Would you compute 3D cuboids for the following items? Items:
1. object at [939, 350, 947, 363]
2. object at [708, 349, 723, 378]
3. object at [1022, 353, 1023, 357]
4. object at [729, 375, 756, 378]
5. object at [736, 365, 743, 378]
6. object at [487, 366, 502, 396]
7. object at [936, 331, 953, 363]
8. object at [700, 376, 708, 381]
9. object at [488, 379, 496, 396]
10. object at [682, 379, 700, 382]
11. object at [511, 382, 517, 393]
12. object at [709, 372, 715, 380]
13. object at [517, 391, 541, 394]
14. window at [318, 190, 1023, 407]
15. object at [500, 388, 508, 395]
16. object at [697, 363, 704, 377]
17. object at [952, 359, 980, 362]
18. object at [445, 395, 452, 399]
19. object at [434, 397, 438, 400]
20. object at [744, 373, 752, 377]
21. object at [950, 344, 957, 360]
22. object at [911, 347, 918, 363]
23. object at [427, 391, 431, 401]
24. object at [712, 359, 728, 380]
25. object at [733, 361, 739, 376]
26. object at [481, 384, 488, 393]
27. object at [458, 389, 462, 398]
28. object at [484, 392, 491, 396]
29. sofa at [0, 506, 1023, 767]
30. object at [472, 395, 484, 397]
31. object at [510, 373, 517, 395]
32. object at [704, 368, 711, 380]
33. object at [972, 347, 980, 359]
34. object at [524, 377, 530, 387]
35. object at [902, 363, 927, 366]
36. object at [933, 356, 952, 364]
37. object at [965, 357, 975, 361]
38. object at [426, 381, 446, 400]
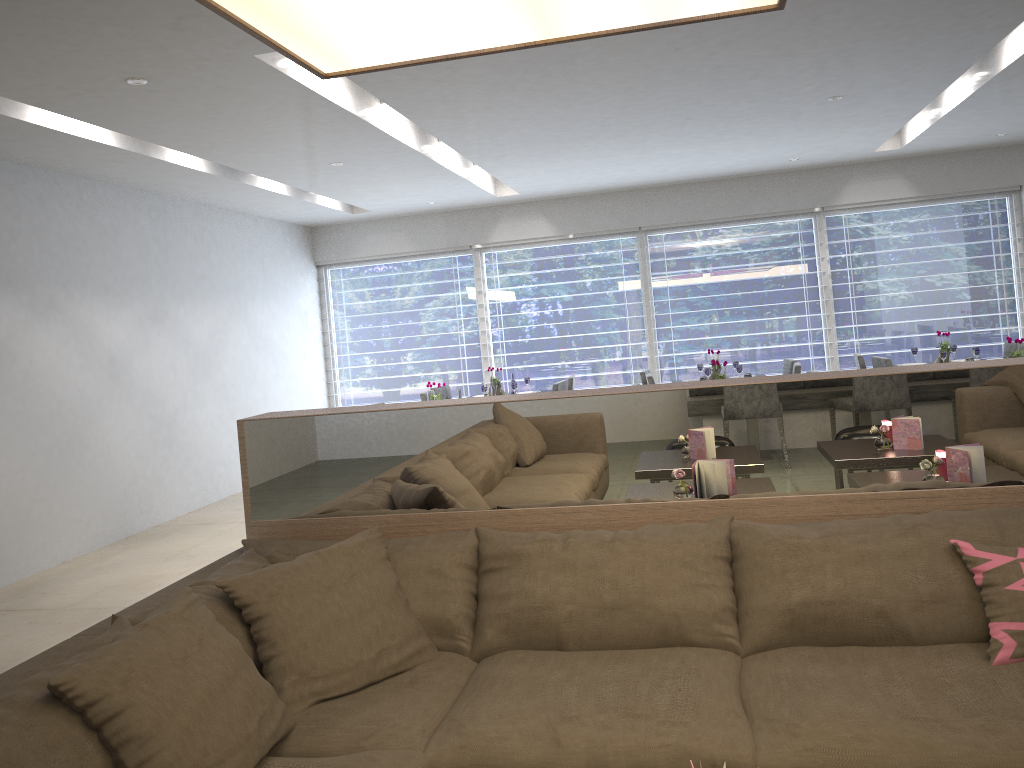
[{"bbox_3d":[3.175,-0.181,6.505,0.053,0.139,0.053,-5,0,-36],"label":"object"},{"bbox_3d":[1.615,-0.145,7.020,0.104,0.276,0.155,-5,0,9],"label":"object"},{"bbox_3d":[3.215,-0.125,5.590,0.053,0.139,0.053,-5,0,-30],"label":"object"},{"bbox_3d":[1.891,-0.053,7.252,0.216,0.015,0.217,-4,4,12],"label":"object"},{"bbox_3d":[1.764,-0.078,6.842,0.053,0.139,0.053,-5,0,-36],"label":"object"},{"bbox_3d":[-0.136,-0.013,7.379,0.104,0.276,0.155,-5,0,9],"label":"object"},{"bbox_3d":[3.267,-0.270,6.682,0.104,0.276,0.155,-5,0,9],"label":"object"},{"bbox_3d":[1.301,0.020,5.982,0.053,0.139,0.053,-5,0,-30],"label":"object"},{"bbox_3d":[-0.157,0.058,6.922,0.052,0.201,0.051,-5,-1,-24],"label":"object"},{"bbox_3d":[1.514,-0.025,7.329,0.216,0.015,0.217,-4,4,12],"label":"object"},{"bbox_3d":[0.021,0.054,7.199,0.053,0.139,0.053,-5,0,-30],"label":"object"},{"bbox_3d":[1.632,-0.062,7.083,0.203,0.100,0.070,-6,1,-19],"label":"object"},{"bbox_3d":[0.139,0.079,7.610,0.217,0.015,0.217,-6,4,-10],"label":"object"},{"bbox_3d":[1.425,-0.577,9.100,7.091,2.075,0.159,-4,-1,12],"label":"window"},{"bbox_3d":[-0.120,0.070,7.442,0.203,0.100,0.070,-6,1,-19],"label":"object"},{"bbox_3d":[1.594,-0.103,7.466,0.053,0.139,0.053,-5,0,-30],"label":"object"},{"bbox_3d":[3.542,-0.178,6.914,0.216,0.015,0.217,-4,4,12],"label":"object"},{"bbox_3d":[-0.453,0.152,6.340,0.053,0.139,0.053,-5,0,-30],"label":"object"},{"bbox_3d":[-0.460,0.182,5.436,0.052,0.201,0.051,-5,-1,-36],"label":"object"},{"bbox_3d":[1.585,-0.002,5.923,0.053,0.139,0.053,-5,0,-30],"label":"object"},{"bbox_3d":[3.534,-0.250,7.069,0.053,0.139,0.053,-5,0,-36],"label":"object"},{"bbox_3d":[3.249,-0.228,7.128,0.053,0.139,0.053,-5,0,-36],"label":"object"},{"bbox_3d":[-0.562,0.150,6.060,0.052,0.201,0.051,-5,-1,-36],"label":"object"},{"bbox_3d":[1.312,-0.021,5.533,0.104,0.276,0.155,-5,0,9],"label":"object"},{"bbox_3d":[1.879,-0.125,7.408,0.053,0.139,0.053,-5,0,-36],"label":"object"},{"bbox_3d":[-0.222,0.076,7.200,0.053,0.139,0.053,-5,0,-30],"label":"object"},{"bbox_3d":[-0.348,0.136,5.982,0.052,0.201,0.051,-5,-1,-36],"label":"object"},{"bbox_3d":[-0.168,0.130,6.282,0.053,0.139,0.053,-5,0,-30],"label":"object"},{"bbox_3d":[0.694,0.777,0.844,3.760,0.675,3.189,-4,4,12],"label":"sofa"},{"bbox_3d":[-0.237,0.107,7.687,0.217,0.015,0.217,-6,4,-10],"label":"object"},{"bbox_3d":[0.010,0.007,7.480,0.052,0.201,0.051,-5,-1,-24],"label":"object"},{"bbox_3d":[1.520,-0.056,6.843,0.053,0.139,0.053,-5,0,-30],"label":"object"},{"bbox_3d":[3.419,-0.203,6.504,0.053,0.139,0.053,-5,0,-36],"label":"object"},{"bbox_3d":[0.137,0.007,7.764,0.053,0.139,0.053,-5,0,-30],"label":"object"},{"bbox_3d":[3.166,-0.150,6.991,0.216,0.015,0.217,-4,4,12],"label":"object"},{"bbox_3d":[3.283,-0.187,6.745,0.203,0.100,0.070,-6,1,-19],"label":"object"},{"bbox_3d":[2.930,-0.104,5.648,0.053,0.139,0.053,-5,0,-36],"label":"object"},{"bbox_3d":[-0.501,0.116,5.904,0.104,0.276,0.155,-5,0,9],"label":"object"}]
